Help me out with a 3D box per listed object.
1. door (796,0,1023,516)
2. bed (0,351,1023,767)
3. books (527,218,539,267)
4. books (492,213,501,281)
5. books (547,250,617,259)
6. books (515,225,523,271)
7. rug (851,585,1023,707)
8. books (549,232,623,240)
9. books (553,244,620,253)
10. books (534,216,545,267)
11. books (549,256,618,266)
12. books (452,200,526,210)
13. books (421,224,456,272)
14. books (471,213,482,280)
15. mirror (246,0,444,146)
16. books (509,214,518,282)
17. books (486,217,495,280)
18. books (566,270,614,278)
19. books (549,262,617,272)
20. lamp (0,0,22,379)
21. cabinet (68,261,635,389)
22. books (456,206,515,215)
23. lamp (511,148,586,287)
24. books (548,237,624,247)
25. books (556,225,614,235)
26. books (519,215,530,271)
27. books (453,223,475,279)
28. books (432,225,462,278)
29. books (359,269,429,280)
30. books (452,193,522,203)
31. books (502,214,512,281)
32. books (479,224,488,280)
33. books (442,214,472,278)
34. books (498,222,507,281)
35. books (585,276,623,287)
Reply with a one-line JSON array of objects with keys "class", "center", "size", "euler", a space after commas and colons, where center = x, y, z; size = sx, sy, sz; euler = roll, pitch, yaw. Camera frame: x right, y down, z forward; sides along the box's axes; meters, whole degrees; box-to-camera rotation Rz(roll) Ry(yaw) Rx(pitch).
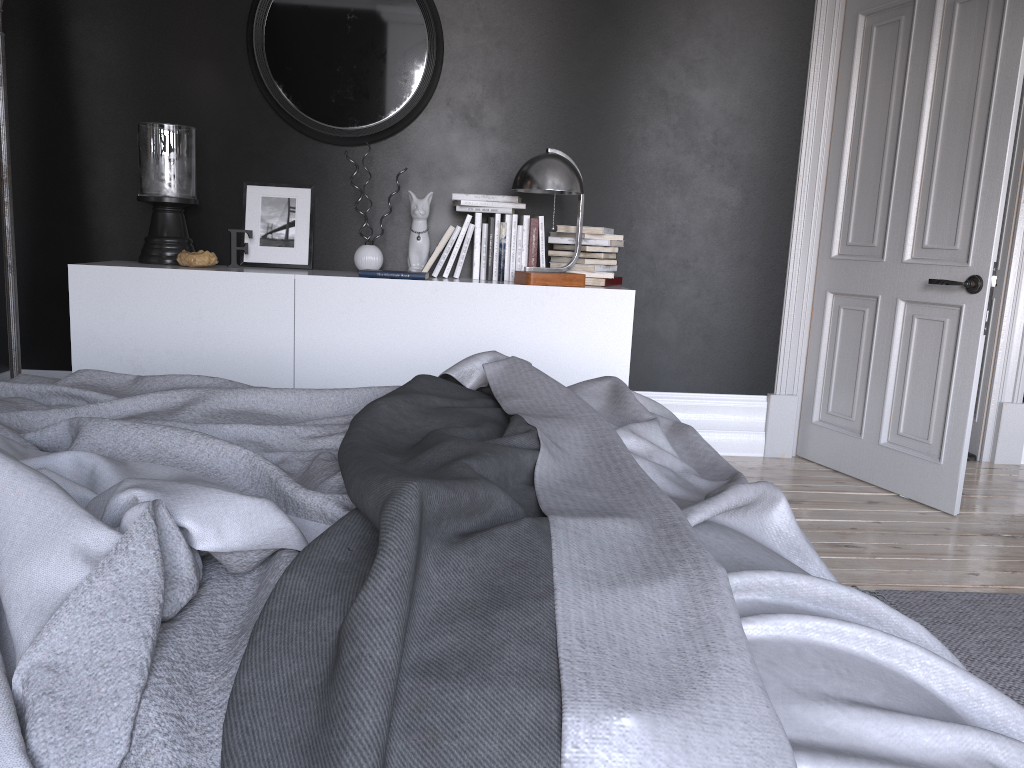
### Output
[{"class": "door", "center": [1.808, -0.696, 4.106], "size": [0.216, 2.382, 1.094], "euler": [0, 11, -18]}, {"class": "bed", "center": [-0.585, 0.169, 1.460], "size": [3.283, 1.303, 2.756], "euler": [0, 10, -17]}, {"class": "books", "center": [0.089, -0.640, 4.237], "size": [0.038, 0.296, 0.234], "euler": [2, 10, -5]}, {"class": "books", "center": [-0.081, -0.652, 4.218], "size": [0.024, 0.308, 0.219], "euler": [2, 10, -5]}, {"class": "books", "center": [0.337, -0.623, 4.260], "size": [0.289, 0.031, 0.192], "euler": [7, 10, 25]}, {"class": "books", "center": [0.025, -0.625, 4.234], "size": [0.026, 0.259, 0.194], "euler": [2, 10, -5]}, {"class": "rug", "center": [2.957, 0.894, 2.051], "size": [3.645, 0.050, 2.098], "euler": [2, 9, -5]}, {"class": "books", "center": [0.354, -0.711, 4.261], "size": [0.220, 0.024, 0.306], "euler": [-3, 11, -30]}, {"class": "books", "center": [0.351, -0.651, 4.246], "size": [0.193, 0.031, 0.288], "euler": [-3, 11, -31]}, {"class": "books", "center": [0.132, -0.644, 4.238], "size": [0.050, 0.309, 0.219], "euler": [2, 10, -5]}, {"class": "books", "center": [0.342, -0.593, 4.259], "size": [0.203, 0.029, 0.268], "euler": [-4, 11, -35]}, {"class": "books", "center": [-0.113, -0.844, 4.179], "size": [0.307, 0.024, 0.219], "euler": [0, 10, -15]}, {"class": "books", "center": [-0.349, -0.628, 4.170], "size": [0.158, 0.247, 0.202], "euler": [2, 10, -5]}, {"class": "books", "center": [-0.171, -0.659, 4.237], "size": [0.030, 0.308, 0.220], "euler": [2, 10, -5]}, {"class": "mirror", "center": [-0.784, -1.606, 4.192], "size": [0.924, 0.927, 0.061], "euler": [2, 10, -5]}, {"class": "books", "center": [-0.002, -0.649, 4.225], "size": [0.024, 0.308, 0.219], "euler": [2, 10, -5]}, {"class": "books", "center": [-0.106, -0.640, 4.194], "size": [0.030, 0.290, 0.192], "euler": [2, 10, -6]}, {"class": "books", "center": [0.371, -0.531, 4.255], "size": [0.228, 0.025, 0.318], "euler": [4, 9, 5]}, {"class": "books", "center": [0.345, -0.562, 4.255], "size": [0.229, 0.031, 0.317], "euler": [7, 10, 24]}, {"class": "lamp", "center": [-1.630, -0.685, 2.852], "size": [0.771, 2.420, 0.984], "euler": [8, 12, 27]}, {"class": "cabinet", "center": [-0.696, -0.067, 4.145], "size": [2.396, 0.885, 0.568], "euler": [2, 10, -5]}, {"class": "books", "center": [-0.121, -0.820, 4.185], "size": [0.258, 0.026, 0.195], "euler": [4, 9, 5]}, {"class": "lamp", "center": [0.161, -0.735, 3.920], "size": [0.340, 0.592, 0.327], "euler": [-2, 11, -25]}, {"class": "books", "center": [0.357, -0.681, 4.246], "size": [0.306, 0.030, 0.220], "euler": [7, 10, 24]}, {"class": "books", "center": [0.351, -0.731, 4.217], "size": [0.220, 0.030, 0.305], "euler": [5, 10, 14]}, {"class": "books", "center": [0.052, -0.651, 4.258], "size": [0.030, 0.308, 0.220], "euler": [2, 10, -5]}, {"class": "books", "center": [-0.230, -0.633, 4.210], "size": [0.091, 0.257, 0.194], "euler": [2, 10, -5]}, {"class": "books", "center": [-0.311, -0.630, 4.204], "size": [0.132, 0.245, 0.194], "euler": [2, 10, -5]}, {"class": "books", "center": [-0.514, -0.482, 3.906], "size": [0.289, 0.031, 0.192], "euler": [3, 9, 0]}, {"class": "books", "center": [-0.115, -0.876, 4.201], "size": [0.306, 0.030, 0.220], "euler": [4, 9, 5]}, {"class": "books", "center": [-0.031, -0.654, 4.250], "size": [0.030, 0.308, 0.220], "euler": [2, 10, -5]}, {"class": "books", "center": [-0.137, -0.630, 4.219], "size": [0.026, 0.259, 0.194], "euler": [2, 10, -5]}, {"class": "books", "center": [-0.261, -0.654, 4.202], "size": [0.126, 0.297, 0.219], "euler": [2, 10, -5]}, {"class": "books", "center": [-0.052, -0.624, 4.185], "size": [0.029, 0.271, 0.204], "euler": [2, 10, -5]}, {"class": "books", "center": [0.377, -0.498, 4.253], "size": [0.234, 0.038, 0.294], "euler": [7, 10, 21]}]
